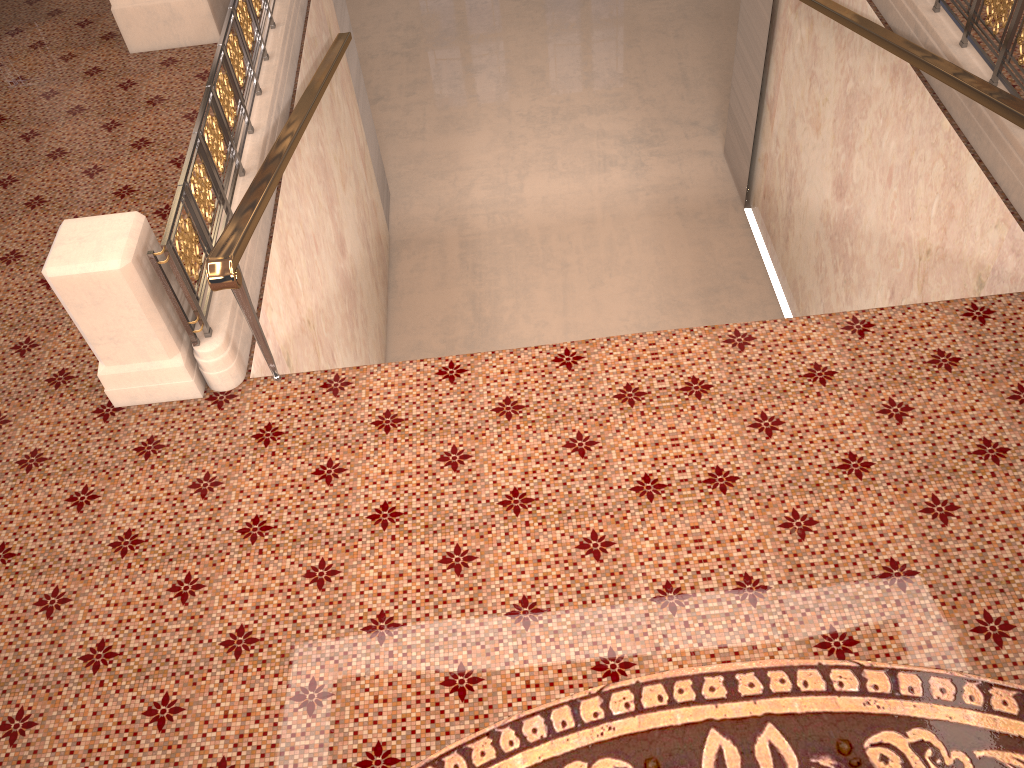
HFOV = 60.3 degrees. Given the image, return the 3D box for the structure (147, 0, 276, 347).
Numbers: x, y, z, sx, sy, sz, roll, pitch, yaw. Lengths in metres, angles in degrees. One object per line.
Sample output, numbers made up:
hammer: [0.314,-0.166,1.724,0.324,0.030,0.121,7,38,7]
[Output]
structure: [-1.630,-2.146,5.460,0.079,0.569,4.664,-6,50,2]

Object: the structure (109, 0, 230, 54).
structure: [-2.666,-3.736,5.707,0.700,2.947,0.662,-6,49,1]

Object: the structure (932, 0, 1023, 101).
structure: [2.576,-2.612,5.325,0.079,0.569,4.664,-7,50,1]
